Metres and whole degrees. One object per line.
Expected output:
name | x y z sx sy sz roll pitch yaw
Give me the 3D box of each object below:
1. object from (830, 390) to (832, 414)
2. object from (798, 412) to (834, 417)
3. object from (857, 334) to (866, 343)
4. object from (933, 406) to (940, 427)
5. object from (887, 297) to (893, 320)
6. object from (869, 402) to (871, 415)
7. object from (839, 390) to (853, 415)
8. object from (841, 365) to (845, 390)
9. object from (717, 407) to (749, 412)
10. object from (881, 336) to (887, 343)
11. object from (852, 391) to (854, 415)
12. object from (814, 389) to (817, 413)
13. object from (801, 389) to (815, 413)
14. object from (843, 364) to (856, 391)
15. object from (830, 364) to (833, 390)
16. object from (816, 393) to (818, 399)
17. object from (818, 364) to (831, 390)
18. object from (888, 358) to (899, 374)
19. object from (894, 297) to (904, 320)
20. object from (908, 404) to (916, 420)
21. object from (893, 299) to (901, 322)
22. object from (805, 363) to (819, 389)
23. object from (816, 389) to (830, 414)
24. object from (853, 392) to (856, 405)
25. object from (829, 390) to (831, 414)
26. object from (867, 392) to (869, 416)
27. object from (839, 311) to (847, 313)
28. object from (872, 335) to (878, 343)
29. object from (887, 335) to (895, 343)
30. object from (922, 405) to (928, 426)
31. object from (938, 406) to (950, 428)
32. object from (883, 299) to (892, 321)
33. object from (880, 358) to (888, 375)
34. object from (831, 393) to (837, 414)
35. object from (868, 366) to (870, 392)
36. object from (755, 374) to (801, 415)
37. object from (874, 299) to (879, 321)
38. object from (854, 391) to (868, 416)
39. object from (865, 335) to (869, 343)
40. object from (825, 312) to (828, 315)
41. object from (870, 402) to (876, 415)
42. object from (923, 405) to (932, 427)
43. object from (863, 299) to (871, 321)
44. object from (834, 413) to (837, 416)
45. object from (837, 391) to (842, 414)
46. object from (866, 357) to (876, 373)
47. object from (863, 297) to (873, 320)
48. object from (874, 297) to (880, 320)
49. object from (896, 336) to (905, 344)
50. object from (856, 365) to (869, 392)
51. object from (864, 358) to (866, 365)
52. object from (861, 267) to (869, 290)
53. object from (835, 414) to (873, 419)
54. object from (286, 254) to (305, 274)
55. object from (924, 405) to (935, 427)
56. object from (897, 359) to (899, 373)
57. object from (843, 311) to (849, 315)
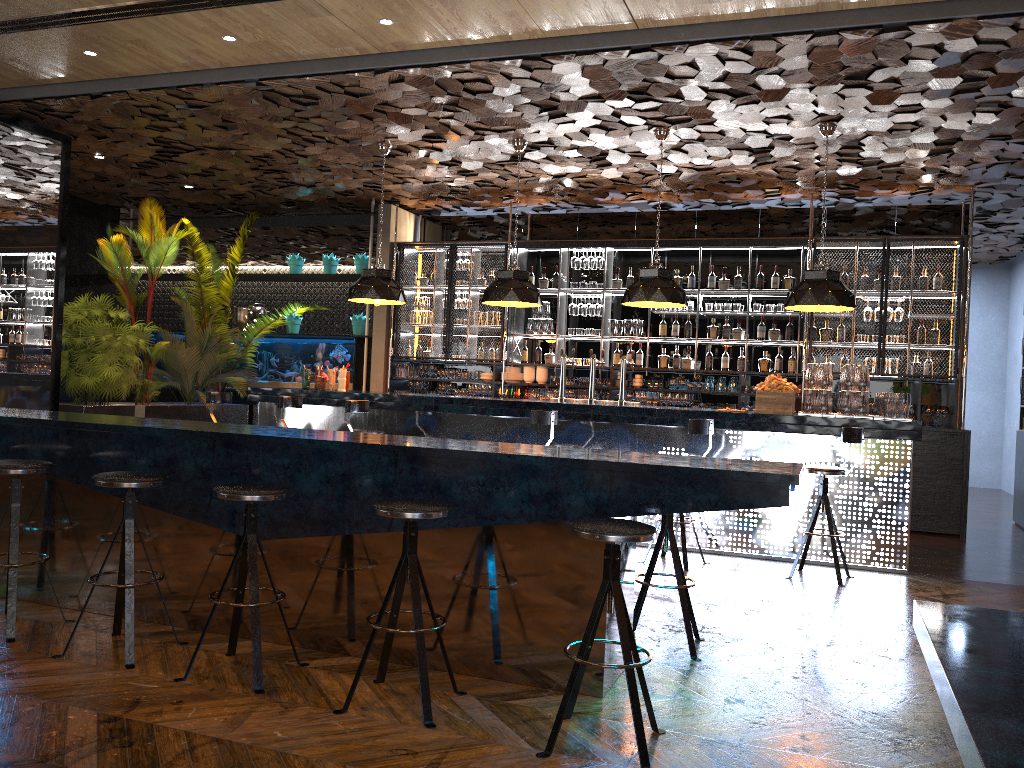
object | 2.582 0.154 7.298 0.105 0.209 0.105 3 0 45
object | 2.478 0.246 7.220 0.273 0.019 0.437 3 0 20
object | 3.838 -0.495 9.739 0.089 0.092 0.089 3 0 4
object | 4.589 0.348 9.563 0.101 0.227 0.101 3 0 -3
object | 4.098 -0.819 9.644 0.092 0.244 0.092 3 0 14
object | 3.903 0.313 9.661 0.079 0.231 0.079 3 0 0
object | 2.647 0.157 7.024 0.105 0.209 0.105 3 0 45
object | 2.727 -0.048 7.187 0.105 0.209 0.105 3 0 45
object | 1.822 0.216 7.337 0.377 0.045 0.198 3 0 -32
object | 4.104 -0.482 9.823 0.089 0.092 0.089 3 0 -5
object | 2.698 0.159 7.128 0.105 0.209 0.105 3 0 45
object | 2.429 0.147 7.215 0.105 0.209 0.105 3 0 45
object | 2.379 0.144 7.111 0.105 0.209 0.105 3 0 45
object | 2.696 -0.050 7.074 0.105 0.209 0.105 3 0 45
object | 2.565 -0.056 7.241 0.105 0.209 0.105 3 0 45
object | 3.373 0.250 9.891 0.186 0.307 0.186 3 0 25
object | 2.514 -0.058 7.135 0.105 0.209 0.105 3 0 45
object | 4.137 -0.173 9.623 0.105 0.209 0.105 3 0 5
object | 4.196 -0.814 9.609 0.092 0.244 0.092 3 0 14
object | 4.255 0.329 9.440 0.079 0.231 0.079 3 0 16
object | 4.252 -0.811 9.764 0.092 0.244 0.092 3 0 14
object | 2.427 -0.062 7.161 0.105 0.209 0.105 3 0 45
object | 2.487 0.149 7.086 0.105 0.209 0.105 3 0 45
object | 2.896 0.169 7.424 0.105 0.209 0.105 3 0 45
object | 2.534 0.152 7.185 0.105 0.209 0.105 3 0 45
object | 2.803 0.164 7.098 0.105 0.209 0.105 3 0 45
object | 3.669 -0.828 9.828 0.089 0.092 0.089 3 0 -20
object | 4.001 -0.487 9.741 0.089 0.092 0.089 3 0 20
object | 4.115 -0.482 9.636 0.089 0.092 0.089 3 0 4
object | 4.481 0.343 9.572 0.101 0.227 0.101 3 0 -3
object | 4.560 0.346 9.366 0.101 0.227 0.101 3 0 -3
object | 4.154 -0.816 9.799 0.092 0.244 0.092 3 0 14
object | 4.055 -0.177 9.715 0.105 0.209 0.105 3 0 5
object | 3.540 0.255 9.830 0.170 0.313 0.170 3 0 14
object | 2.834 -0.043 7.154 0.105 0.209 0.105 3 0 45
object | 2.191 0.081 7.310 0.340 0.332 0.464 3 0 23
object | 4.061 -0.820 9.833 0.092 0.244 0.092 3 0 14
object | 2.756 0.162 6.999 0.105 0.209 0.105 3 0 45
object | 3.907 -0.491 9.821 0.089 0.092 0.089 3 0 -13
object | 3.532 -0.834 10.017 0.089 0.092 0.089 3 0 43
object | 3.902 0.313 9.567 0.079 0.231 0.079 3 0 16
object | 4.446 0.341 9.474 0.101 0.227 0.101 3 0 -3
object | 3.958 -0.825 9.870 0.092 0.244 0.092 3 0 14
object | 2.886 0.266 7.559 0.273 0.019 0.437 3 0 20
object | 2.787 0.164 7.449 0.105 0.209 0.105 3 0 45
object | 3.921 -0.183 9.697 0.105 0.209 0.105 3 0 5
object | 3.902 -0.828 9.715 0.092 0.244 0.092 3 0 14
object | 4.005 -0.823 9.678 0.092 0.244 0.092 3 0 14
object | 4.224 -0.477 9.645 0.089 0.092 0.089 3 0 4
object | 2.783 -0.046 7.047 0.105 0.209 0.105 3 0 45
object | 3.953 -0.182 9.808 0.105 0.209 0.105 3 0 5
object | 3.907 -1.157 9.816 0.083 0.282 0.083 3 0 20
object | 2.747 0.258 7.133 0.273 0.019 0.437 3 0 20
object | -2.980 -1.643 12.208 0.265 0.325 0.245 3 0 -16
object | 4.411 0.339 9.376 0.101 0.227 0.101 3 0 -3
object | 4.185 -0.171 9.720 0.105 0.209 0.105 3 0 5
object | 3.745 -0.824 9.974 0.089 0.092 0.089 3 0 -45
